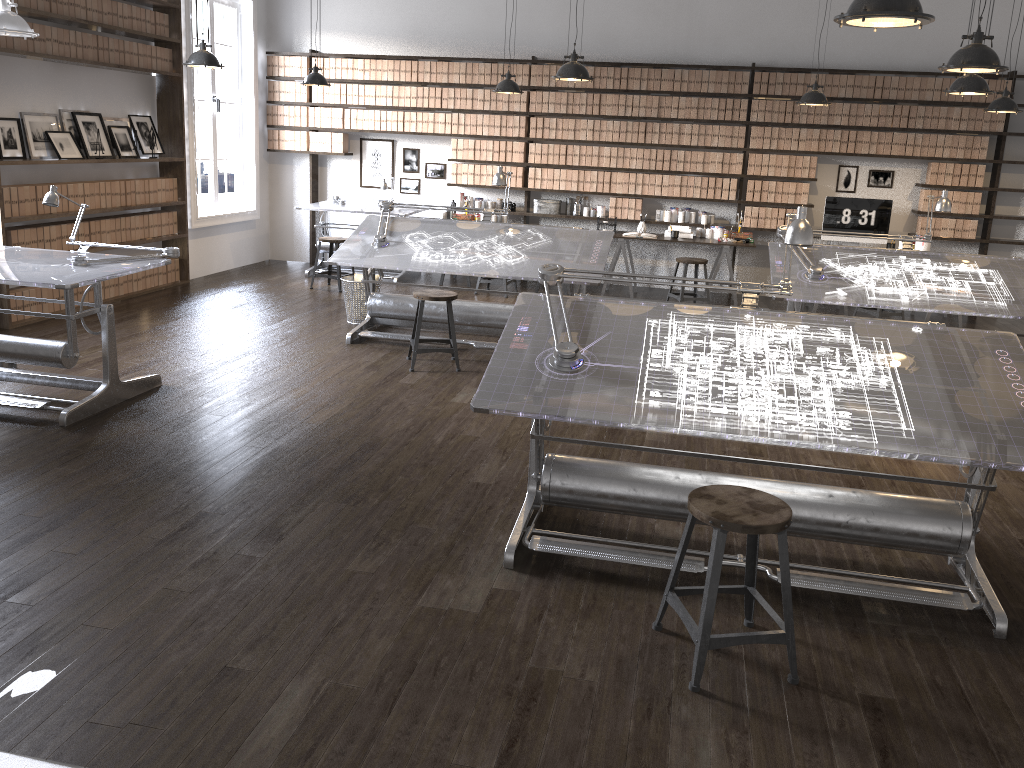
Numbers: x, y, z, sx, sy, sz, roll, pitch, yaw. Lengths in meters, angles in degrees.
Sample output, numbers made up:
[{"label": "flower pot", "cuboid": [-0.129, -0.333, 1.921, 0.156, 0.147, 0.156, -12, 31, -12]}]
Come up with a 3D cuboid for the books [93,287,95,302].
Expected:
[{"label": "books", "cuboid": [-3.730, -0.843, 7.782, 0.175, 0.223, 0.067, 6, 13, 11]}]

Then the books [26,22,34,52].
[{"label": "books", "cuboid": [-3.761, -2.651, 6.773, 0.175, 0.223, 0.067, 6, 13, 11]}]

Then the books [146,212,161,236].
[{"label": "books", "cuboid": [-3.511, -1.556, 8.616, 0.175, 0.223, 0.067, 6, 13, 11]}]

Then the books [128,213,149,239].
[{"label": "books", "cuboid": [-3.554, -1.504, 8.419, 0.175, 0.223, 0.067, 6, 13, 11]}]

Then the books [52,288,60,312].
[{"label": "books", "cuboid": [-3.837, -0.719, 7.312, 0.174, 0.223, 0.067, 6, 13, 11]}]

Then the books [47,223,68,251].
[{"label": "books", "cuboid": [-3.780, -1.217, 7.337, 0.175, 0.223, 0.067, 6, 13, 11]}]

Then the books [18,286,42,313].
[{"label": "books", "cuboid": [-3.878, -0.667, 7.116, 0.175, 0.223, 0.067, 6, 13, 11]}]

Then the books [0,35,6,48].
[{"label": "books", "cuboid": [-3.815, -2.578, 6.497, 0.175, 0.223, 0.067, 6, 13, 11]}]

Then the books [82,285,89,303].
[{"label": "books", "cuboid": [-3.762, -0.809, 7.653, 0.175, 0.223, 0.067, 6, 13, 11]}]

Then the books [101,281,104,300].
[{"label": "books", "cuboid": [-3.719, -0.862, 7.852, 0.174, 0.223, 0.067, 6, 13, 11]}]

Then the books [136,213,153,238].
[{"label": "books", "cuboid": [-3.536, -1.521, 8.486, 0.175, 0.223, 0.067, 6, 13, 11]}]

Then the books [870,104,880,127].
[{"label": "books", "cuboid": [3.700, -2.742, 9.061, 0.067, 0.223, 0.176, 5, 14, 11]}]

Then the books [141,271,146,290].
[{"label": "books", "cuboid": [-3.593, -1.019, 8.448, 0.175, 0.223, 0.067, 6, 13, 11]}]

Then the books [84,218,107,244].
[{"label": "books", "cuboid": [-3.679, -1.343, 7.811, 0.175, 0.223, 0.067, 6, 13, 11]}]

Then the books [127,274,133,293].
[{"label": "books", "cuboid": [-3.635, -0.967, 8.251, 0.175, 0.223, 0.067, 6, 13, 11]}]

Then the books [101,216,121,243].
[{"label": "books", "cuboid": [-3.640, -1.397, 8.015, 0.175, 0.223, 0.067, 6, 13, 11]}]

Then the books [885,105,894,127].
[{"label": "books", "cuboid": [3.833, -2.729, 9.039, 0.067, 0.223, 0.176, 5, 14, 11]}]

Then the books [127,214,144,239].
[{"label": "books", "cuboid": [-3.570, -1.486, 8.353, 0.174, 0.223, 0.067, 6, 13, 11]}]

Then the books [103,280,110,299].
[{"label": "books", "cuboid": [-3.701, -0.880, 7.923, 0.175, 0.223, 0.067, 6, 13, 11]}]

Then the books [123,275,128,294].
[{"label": "books", "cuboid": [-3.652, -0.950, 8.185, 0.174, 0.223, 0.067, 6, 13, 11]}]

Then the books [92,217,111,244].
[{"label": "books", "cuboid": [-3.667, -1.361, 7.881, 0.174, 0.223, 0.067, 6, 13, 11]}]

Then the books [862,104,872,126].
[{"label": "books", "cuboid": [3.629, -2.750, 9.078, 0.067, 0.223, 0.176, 5, 14, 11]}]

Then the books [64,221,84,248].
[{"label": "books", "cuboid": [-3.739, -1.270, 7.538, 0.174, 0.223, 0.067, 6, 13, 11]}]

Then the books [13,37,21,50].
[{"label": "books", "cuboid": [-3.786, -2.615, 6.637, 0.174, 0.223, 0.067, 6, 13, 11]}]

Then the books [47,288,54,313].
[{"label": "books", "cuboid": [-3.851, -0.701, 7.244, 0.175, 0.223, 0.067, 6, 13, 11]}]

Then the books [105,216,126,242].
[{"label": "books", "cuboid": [-3.624, -1.416, 8.086, 0.175, 0.223, 0.067, 6, 13, 11]}]

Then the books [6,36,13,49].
[{"label": "books", "cuboid": [-3.805, -2.597, 6.570, 0.175, 0.223, 0.067, 6, 13, 11]}]

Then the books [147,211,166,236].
[{"label": "books", "cuboid": [-3.493, -1.572, 8.679, 0.175, 0.223, 0.067, 6, 13, 11]}]

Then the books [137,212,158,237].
[{"label": "books", "cuboid": [-3.523, -1.540, 8.556, 0.175, 0.223, 0.067, 6, 13, 11]}]

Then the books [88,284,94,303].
[{"label": "books", "cuboid": [-3.745, -0.824, 7.713, 0.175, 0.223, 0.067, 6, 13, 11]}]

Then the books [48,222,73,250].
[{"label": "books", "cuboid": [-3.772, -1.235, 7.403, 0.175, 0.223, 0.067, 6, 13, 11]}]

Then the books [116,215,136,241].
[{"label": "books", "cuboid": [-3.592, -1.450, 8.215, 0.175, 0.223, 0.067, 6, 13, 11]}]

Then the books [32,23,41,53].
[{"label": "books", "cuboid": [-3.741, -2.668, 6.837, 0.175, 0.223, 0.067, 6, 13, 11]}]

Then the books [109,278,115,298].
[{"label": "books", "cuboid": [-3.689, -0.899, 7.993, 0.175, 0.223, 0.067, 6, 13, 11]}]

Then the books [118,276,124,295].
[{"label": "books", "cuboid": [-3.659, -0.931, 8.116, 0.175, 0.223, 0.067, 6, 13, 11]}]

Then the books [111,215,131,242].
[{"label": "books", "cuboid": [-3.607, -1.431, 8.146, 0.175, 0.223, 0.067, 6, 13, 11]}]

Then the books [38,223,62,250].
[{"label": "books", "cuboid": [-3.798, -1.201, 7.274, 0.175, 0.223, 0.067, 6, 13, 11]}]

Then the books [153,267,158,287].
[{"label": "books", "cuboid": [-3.552, -1.071, 8.644, 0.174, 0.223, 0.067, 6, 13, 11]}]

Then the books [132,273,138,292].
[{"label": "books", "cuboid": [-3.617, -0.985, 8.318, 0.175, 0.223, 0.067, 6, 13, 11]}]

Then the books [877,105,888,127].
[{"label": "books", "cuboid": [3.770, -2.734, 9.047, 0.067, 0.223, 0.176, 5, 14, 11]}]

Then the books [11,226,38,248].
[{"label": "books", "cuboid": [-3.857, -1.131, 7.011, 0.174, 0.223, 0.067, 6, 13, 11]}]

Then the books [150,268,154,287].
[{"label": "books", "cuboid": [-3.567, -1.053, 8.577, 0.175, 0.223, 0.067, 6, 13, 11]}]

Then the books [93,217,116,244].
[{"label": "books", "cuboid": [-3.657, -1.379, 7.949, 0.174, 0.223, 0.067, 6, 13, 11]}]

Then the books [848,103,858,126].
[{"label": "books", "cuboid": [3.493, -2.764, 9.106, 0.067, 0.223, 0.176, 5, 14, 11]}]

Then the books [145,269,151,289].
[{"label": "books", "cuboid": [-3.575, -1.036, 8.511, 0.175, 0.223, 0.067, 6, 13, 11]}]

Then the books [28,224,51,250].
[{"label": "books", "cuboid": [-3.823, -1.166, 7.144, 0.175, 0.223, 0.067, 6, 13, 11]}]

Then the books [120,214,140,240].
[{"label": "books", "cuboid": [-3.581, -1.468, 8.285, 0.174, 0.223, 0.067, 6, 13, 11]}]

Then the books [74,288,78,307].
[{"label": "books", "cuboid": [-3.788, -0.773, 7.519, 0.175, 0.223, 0.067, 6, 13, 11]}]

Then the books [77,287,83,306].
[{"label": "books", "cuboid": [-3.778, -0.792, 7.591, 0.175, 0.223, 0.067, 6, 13, 11]}]

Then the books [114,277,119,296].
[{"label": "books", "cuboid": [-3.677, -0.915, 8.053, 0.175, 0.223, 0.067, 6, 13, 11]}]

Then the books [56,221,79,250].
[{"label": "books", "cuboid": [-3.758, -1.253, 7.471, 0.174, 0.223, 0.067, 6, 13, 11]}]

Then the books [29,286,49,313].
[{"label": "books", "cuboid": [-3.860, -0.683, 7.179, 0.175, 0.223, 0.067, 6, 13, 11]}]

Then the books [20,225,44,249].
[{"label": "books", "cuboid": [-3.841, -1.149, 7.077, 0.175, 0.223, 0.067, 6, 13, 11]}]

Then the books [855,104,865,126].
[{"label": "books", "cuboid": [3.562, -2.758, 9.095, 0.067, 0.223, 0.176, 5, 14, 11]}]

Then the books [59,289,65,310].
[{"label": "books", "cuboid": [-3.818, -0.736, 7.379, 0.174, 0.223, 0.067, 6, 13, 11]}]

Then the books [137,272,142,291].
[{"label": "books", "cuboid": [-3.604, -1.003, 8.387, 0.175, 0.223, 0.067, 6, 13, 11]}]

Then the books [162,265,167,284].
[{"label": "books", "cuboid": [-3.524, -1.107, 8.780, 0.175, 0.223, 0.067, 6, 13, 11]}]

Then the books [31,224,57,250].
[{"label": "books", "cuboid": [-3.810, -1.185, 7.214, 0.175, 0.223, 0.067, 6, 13, 11]}]

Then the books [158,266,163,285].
[{"label": "books", "cuboid": [-3.534, -1.089, 8.711, 0.174, 0.223, 0.067, 6, 13, 11]}]
